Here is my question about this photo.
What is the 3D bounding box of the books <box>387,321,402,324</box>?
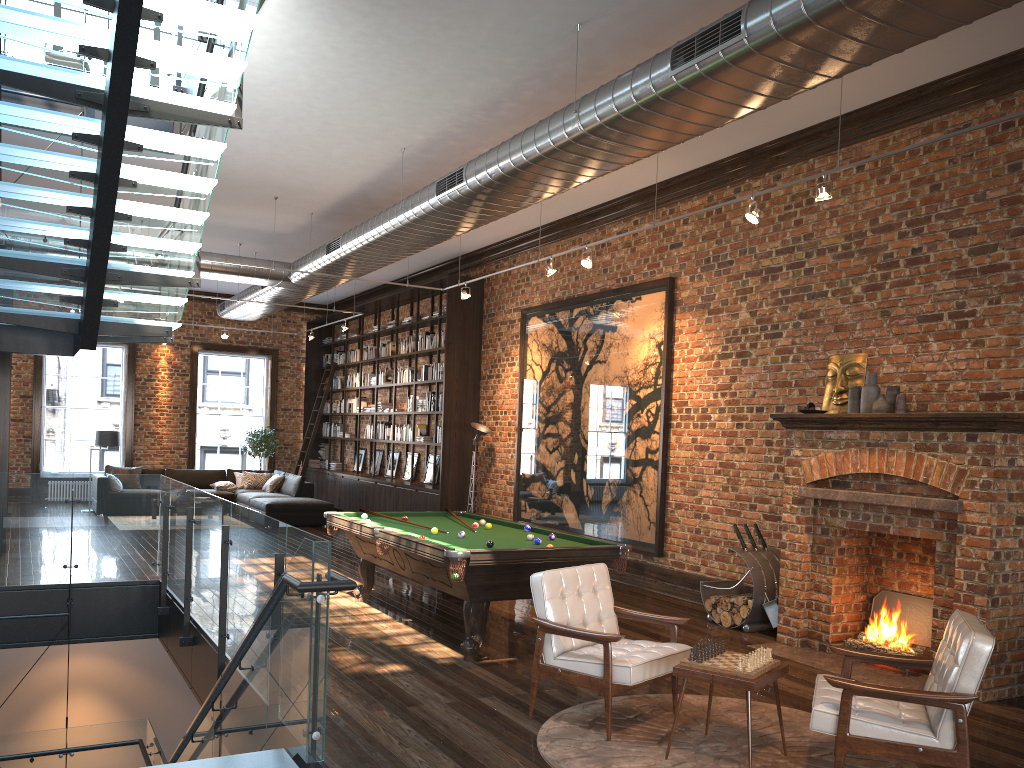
[{"bbox_3d":[-2.121,-1.112,16.204,0.205,0.017,0.359,4,-4,-32],"label":"books"}]

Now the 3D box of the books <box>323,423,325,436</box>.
[{"bbox_3d":[-4.115,1.021,19.749,0.181,0.294,0.050,2,1,-29],"label":"books"}]

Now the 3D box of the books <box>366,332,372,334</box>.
[{"bbox_3d":[-2.665,-0.981,17.193,0.192,0.015,0.374,4,-4,-32],"label":"books"}]

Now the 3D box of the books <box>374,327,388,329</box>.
[{"bbox_3d":[-2.468,-1.061,16.847,0.204,0.011,0.308,4,-4,-29],"label":"books"}]

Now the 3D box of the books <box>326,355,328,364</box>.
[{"bbox_3d":[-4.003,-0.489,19.551,0.177,0.270,0.029,2,1,-29],"label":"books"}]

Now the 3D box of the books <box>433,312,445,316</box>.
[{"bbox_3d":[-1.112,-1.128,14.373,0.230,0.018,0.314,4,-4,-28],"label":"books"}]

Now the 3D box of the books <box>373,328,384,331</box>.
[{"bbox_3d":[-2.479,-1.023,16.843,0.219,0.016,0.367,4,-4,-28],"label":"books"}]

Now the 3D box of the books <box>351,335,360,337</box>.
[{"bbox_3d":[-3.103,-0.958,17.970,0.206,0.018,0.323,4,-4,-32],"label":"books"}]

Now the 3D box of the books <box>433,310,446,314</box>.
[{"bbox_3d":[-1.109,-1.157,14.374,0.202,0.015,0.360,5,-4,-34],"label":"books"}]

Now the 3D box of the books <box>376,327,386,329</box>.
[{"bbox_3d":[-2.464,-1.050,16.850,0.187,0.011,0.379,4,-4,-28],"label":"books"}]

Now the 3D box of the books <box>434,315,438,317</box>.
[{"bbox_3d":[-1.116,-1.092,14.373,0.230,0.007,0.351,4,-4,-27],"label":"books"}]

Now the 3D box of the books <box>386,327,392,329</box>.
[{"bbox_3d":[-2.135,-1.015,16.201,0.228,0.011,0.372,4,-4,-26],"label":"books"}]

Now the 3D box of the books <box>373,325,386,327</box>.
[{"bbox_3d":[-2.479,-1.091,16.840,0.216,0.015,0.319,4,-4,-32],"label":"books"}]

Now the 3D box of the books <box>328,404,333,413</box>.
[{"bbox_3d":[-3.924,0.542,19.372,0.187,0.211,0.035,3,1,-29],"label":"books"}]

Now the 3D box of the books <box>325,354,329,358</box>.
[{"bbox_3d":[-4.062,-0.502,19.687,0.180,0.308,0.014,2,1,-29],"label":"books"}]

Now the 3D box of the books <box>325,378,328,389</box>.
[{"bbox_3d":[-4.073,0.009,19.679,0.176,0.296,0.041,2,1,-29],"label":"books"}]

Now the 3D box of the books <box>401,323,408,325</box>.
[{"bbox_3d":[-1.776,-1.048,15.580,0.217,0.010,0.341,4,-4,-30],"label":"books"}]

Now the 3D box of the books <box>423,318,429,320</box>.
[{"bbox_3d":[-1.342,-1.077,14.765,0.215,0.012,0.252,4,-4,-24],"label":"books"}]

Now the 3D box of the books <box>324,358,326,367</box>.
[{"bbox_3d":[-4.062,-0.460,19.657,0.188,0.219,0.016,3,1,-29],"label":"books"}]

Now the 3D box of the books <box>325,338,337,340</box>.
[{"bbox_3d":[-4.002,-0.997,19.617,0.191,0.017,0.299,4,-4,-31],"label":"books"}]

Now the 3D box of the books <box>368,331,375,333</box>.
[{"bbox_3d":[-2.660,-0.995,17.195,0.198,0.014,0.261,4,-4,-29],"label":"books"}]

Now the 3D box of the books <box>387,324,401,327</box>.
[{"bbox_3d":[-2.121,-1.058,16.206,0.193,0.030,0.312,4,-4,-34],"label":"books"}]

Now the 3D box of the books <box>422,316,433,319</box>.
[{"bbox_3d":[-1.342,-1.093,14.764,0.220,0.019,0.328,4,-4,-26],"label":"books"}]

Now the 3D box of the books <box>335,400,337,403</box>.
[{"bbox_3d":[-3.727,0.493,19.048,0.159,0.285,0.014,2,1,-29],"label":"books"}]

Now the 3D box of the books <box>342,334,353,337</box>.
[{"bbox_3d":[-3.367,-1.004,18.440,0.217,0.018,0.376,4,-4,-31],"label":"books"}]

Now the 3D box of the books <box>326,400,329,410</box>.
[{"bbox_3d":[-3.993,0.504,19.492,0.187,0.297,0.016,2,1,-29],"label":"books"}]

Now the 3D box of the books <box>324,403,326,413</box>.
[{"bbox_3d":[-4.063,0.518,19.646,0.171,0.282,0.027,2,1,-29],"label":"books"}]

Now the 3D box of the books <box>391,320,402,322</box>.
[{"bbox_3d":[-2.109,-1.133,16.209,0.193,0.009,0.305,4,-4,-28],"label":"books"}]

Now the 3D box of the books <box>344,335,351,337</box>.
[{"bbox_3d":[-3.365,-0.983,18.442,0.206,0.024,0.248,4,-4,-25],"label":"books"}]

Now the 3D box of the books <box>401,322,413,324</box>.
[{"bbox_3d":[-1.782,-1.061,15.577,0.228,0.015,0.275,4,-4,-31],"label":"books"}]

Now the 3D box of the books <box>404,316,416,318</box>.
[{"bbox_3d":[-1.761,-1.165,15.583,0.189,0.017,0.275,4,-4,-27],"label":"books"}]

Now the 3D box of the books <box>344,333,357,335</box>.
[{"bbox_3d":[-3.355,-1.038,18.445,0.192,0.007,0.364,4,-4,-27],"label":"books"}]

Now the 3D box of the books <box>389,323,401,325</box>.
[{"bbox_3d":[-2.108,-1.082,16.212,0.172,0.021,0.306,4,-4,-33],"label":"books"}]

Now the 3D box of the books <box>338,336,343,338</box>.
[{"bbox_3d":[-3.546,-0.995,18.789,0.192,0.010,0.372,4,-4,-27],"label":"books"}]

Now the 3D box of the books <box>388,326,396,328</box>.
[{"bbox_3d":[-2.124,-1.036,16.206,0.214,0.014,0.281,4,-4,-27],"label":"books"}]

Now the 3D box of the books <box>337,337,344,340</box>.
[{"bbox_3d":[-3.566,-0.952,18.780,0.230,0.034,0.273,4,-4,-25],"label":"books"}]

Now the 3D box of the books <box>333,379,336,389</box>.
[{"bbox_3d":[-3.750,0.018,19.078,0.191,0.229,0.034,3,1,-29],"label":"books"}]

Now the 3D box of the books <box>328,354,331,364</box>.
[{"bbox_3d":[-3.929,-0.501,19.435,0.189,0.284,0.032,2,1,-29],"label":"books"}]

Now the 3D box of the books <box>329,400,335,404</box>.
[{"bbox_3d":[-3.923,0.500,19.400,0.179,0.299,0.015,2,1,-29],"label":"books"}]

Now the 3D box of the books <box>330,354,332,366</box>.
[{"bbox_3d":[-3.867,-0.505,19.325,0.182,0.283,0.045,2,1,-29],"label":"books"}]

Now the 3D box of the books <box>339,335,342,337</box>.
[{"bbox_3d":[-3.530,-1.014,18.798,0.163,0.017,0.379,4,-4,-28],"label":"books"}]

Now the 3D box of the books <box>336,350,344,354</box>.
[{"bbox_3d":[-3.687,-0.544,19.007,0.168,0.338,0.016,2,1,-29],"label":"books"}]

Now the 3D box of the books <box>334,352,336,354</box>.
[{"bbox_3d":[-3.810,-0.523,19.253,0.129,0.315,0.033,2,1,-29],"label":"books"}]

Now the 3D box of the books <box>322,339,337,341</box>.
[{"bbox_3d":[-4.025,-0.961,19.606,0.230,0.015,0.312,4,-4,-33],"label":"books"}]

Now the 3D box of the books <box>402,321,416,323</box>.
[{"bbox_3d":[-1.775,-1.084,15.579,0.206,0.009,0.333,4,-4,-26],"label":"books"}]

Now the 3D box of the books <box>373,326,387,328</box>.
[{"bbox_3d":[-2.476,-1.076,16.842,0.199,0.017,0.302,5,-4,-34],"label":"books"}]

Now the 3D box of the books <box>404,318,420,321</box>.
[{"bbox_3d":[-1.760,-1.124,15.586,0.170,0.034,0.285,4,-4,-34],"label":"books"}]

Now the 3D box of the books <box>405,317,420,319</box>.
[{"bbox_3d":[-1.761,-1.149,15.584,0.168,0.015,0.369,4,-4,-24],"label":"books"}]

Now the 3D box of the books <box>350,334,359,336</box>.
[{"bbox_3d":[-3.115,-0.984,17.962,0.232,0.006,0.288,4,-4,-33],"label":"books"}]

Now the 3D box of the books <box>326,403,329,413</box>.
[{"bbox_3d":[-3.969,0.532,19.438,0.189,0.237,0.025,2,1,-29],"label":"books"}]

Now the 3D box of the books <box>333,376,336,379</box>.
[{"bbox_3d":[-3.772,-0.016,19.133,0.189,0.304,0.014,2,1,-29],"label":"books"}]

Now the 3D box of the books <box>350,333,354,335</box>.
[{"bbox_3d":[-3.342,-1.022,18.453,0.156,0.022,0.327,4,-4,-26],"label":"books"}]

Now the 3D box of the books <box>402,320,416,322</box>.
[{"bbox_3d":[-1.777,-1.099,15.578,0.217,0.020,0.234,4,-4,-32],"label":"books"}]

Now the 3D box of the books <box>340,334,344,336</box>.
[{"bbox_3d":[-3.534,-1.034,18.794,0.165,0.022,0.257,4,-4,-25],"label":"books"}]

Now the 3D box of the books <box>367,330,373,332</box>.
[{"bbox_3d":[-2.665,-1.019,17.191,0.192,0.013,0.315,4,-4,-33],"label":"books"}]
